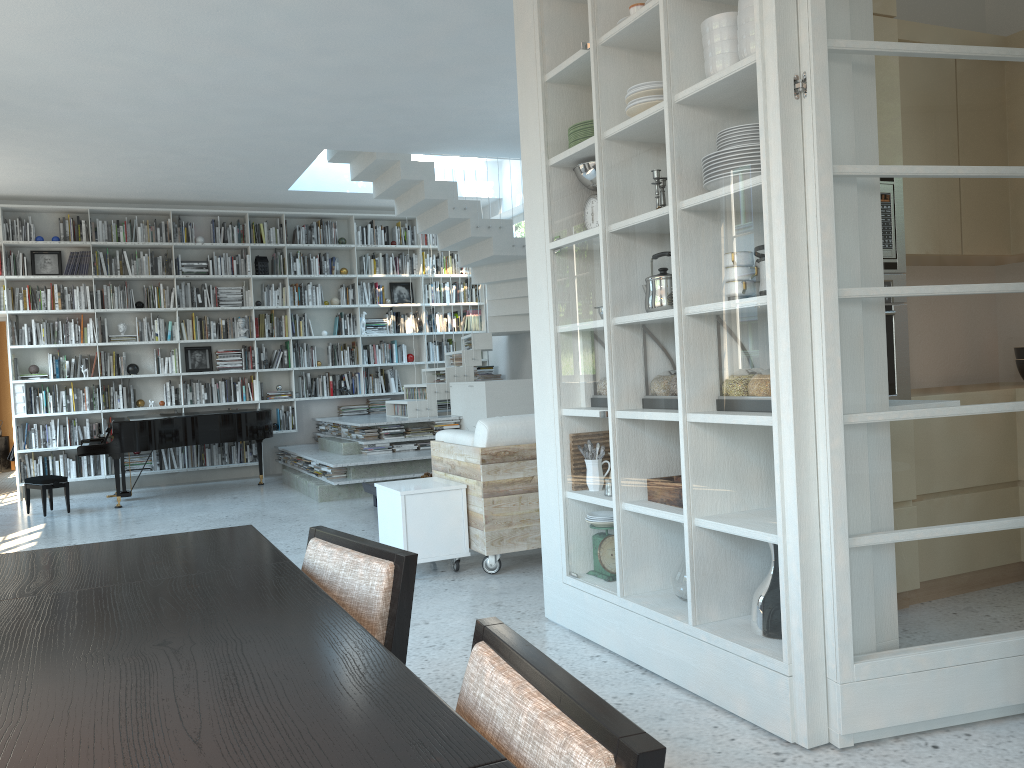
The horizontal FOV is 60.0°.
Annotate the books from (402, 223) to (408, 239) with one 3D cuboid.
[{"bbox_3d":[-1.366,-1.892,11.345,0.020,0.299,0.131,-4,2,-25],"label":"books"}]

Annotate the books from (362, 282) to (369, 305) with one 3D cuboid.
[{"bbox_3d":[-1.850,-1.123,11.124,0.065,0.289,0.146,-4,2,-25],"label":"books"}]

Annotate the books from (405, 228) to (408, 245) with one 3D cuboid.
[{"bbox_3d":[-1.373,-1.859,11.321,0.018,0.235,0.186,-4,1,-25],"label":"books"}]

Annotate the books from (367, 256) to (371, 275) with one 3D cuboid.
[{"bbox_3d":[-1.807,-1.474,11.149,0.026,0.251,0.130,-4,2,-25],"label":"books"}]

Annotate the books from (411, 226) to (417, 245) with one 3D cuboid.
[{"bbox_3d":[-1.262,-1.880,11.379,0.026,0.263,0.163,-4,2,-25],"label":"books"}]

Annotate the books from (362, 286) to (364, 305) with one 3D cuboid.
[{"bbox_3d":[-1.881,-1.101,11.104,0.011,0.248,0.155,-4,2,-25],"label":"books"}]

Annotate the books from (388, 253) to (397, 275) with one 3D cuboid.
[{"bbox_3d":[-1.519,-1.507,11.276,0.048,0.283,0.162,-4,2,-25],"label":"books"}]

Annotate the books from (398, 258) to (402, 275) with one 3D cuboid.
[{"bbox_3d":[-1.449,-1.478,11.289,0.031,0.217,0.165,-4,1,-25],"label":"books"}]

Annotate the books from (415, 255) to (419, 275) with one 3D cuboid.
[{"bbox_3d":[-1.247,-1.514,11.390,0.031,0.265,0.169,-4,2,-25],"label":"books"}]

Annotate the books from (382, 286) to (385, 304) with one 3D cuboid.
[{"bbox_3d":[-1.644,-1.112,11.201,0.026,0.244,0.178,-4,1,-25],"label":"books"}]

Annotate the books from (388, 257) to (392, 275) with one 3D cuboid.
[{"bbox_3d":[-1.556,-1.478,11.229,0.030,0.230,0.187,-4,1,-25],"label":"books"}]

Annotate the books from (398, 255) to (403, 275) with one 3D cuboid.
[{"bbox_3d":[-1.430,-1.503,11.307,0.023,0.264,0.156,-4,2,-25],"label":"books"}]

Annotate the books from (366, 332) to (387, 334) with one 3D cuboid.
[{"bbox_3d":[-1.734,-0.634,11.175,0.285,0.012,0.159,-3,1,-21],"label":"books"}]

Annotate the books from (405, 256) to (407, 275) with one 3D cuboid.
[{"bbox_3d":[-1.380,-1.498,11.327,0.011,0.249,0.152,-4,2,-25],"label":"books"}]

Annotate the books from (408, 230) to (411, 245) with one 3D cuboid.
[{"bbox_3d":[-1.336,-1.849,11.344,0.029,0.210,0.169,-4,1,-25],"label":"books"}]

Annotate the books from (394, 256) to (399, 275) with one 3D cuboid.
[{"bbox_3d":[-1.479,-1.488,11.267,0.014,0.240,0.189,-4,1,-25],"label":"books"}]

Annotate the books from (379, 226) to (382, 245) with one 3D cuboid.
[{"bbox_3d":[-1.680,-1.851,11.195,0.021,0.254,0.151,-4,2,-25],"label":"books"}]

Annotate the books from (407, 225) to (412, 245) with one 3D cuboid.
[{"bbox_3d":[-1.321,-1.885,11.370,0.025,0.279,0.136,-4,2,-25],"label":"books"}]

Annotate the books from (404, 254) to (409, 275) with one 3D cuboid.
[{"bbox_3d":[-1.356,-1.511,11.328,0.036,0.272,0.177,-4,2,-25],"label":"books"}]

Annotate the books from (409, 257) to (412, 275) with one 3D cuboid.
[{"bbox_3d":[-1.328,-1.497,11.349,0.030,0.241,0.162,-4,2,-25],"label":"books"}]

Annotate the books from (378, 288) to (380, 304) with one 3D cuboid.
[{"bbox_3d":[-1.694,-1.094,11.190,0.033,0.213,0.152,-4,1,-25],"label":"books"}]

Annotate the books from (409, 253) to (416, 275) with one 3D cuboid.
[{"bbox_3d":[-1.274,-1.522,11.380,0.026,0.284,0.147,-4,2,-25],"label":"books"}]

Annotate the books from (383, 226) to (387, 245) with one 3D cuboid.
[{"bbox_3d":[-1.620,-1.855,11.233,0.012,0.254,0.161,-4,2,-25],"label":"books"}]

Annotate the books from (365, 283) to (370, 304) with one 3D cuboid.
[{"bbox_3d":[-1.814,-1.123,11.148,0.012,0.285,0.159,-4,2,-25],"label":"books"}]

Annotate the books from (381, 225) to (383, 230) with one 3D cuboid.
[{"bbox_3d":[-1.650,-1.865,11.223,0.012,0.279,0.153,-4,2,-25],"label":"books"}]

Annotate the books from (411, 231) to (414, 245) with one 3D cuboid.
[{"bbox_3d":[-1.296,-1.853,11.388,0.031,0.211,0.131,-4,2,-25],"label":"books"}]

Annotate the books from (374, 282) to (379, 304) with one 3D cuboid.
[{"bbox_3d":[-1.716,-1.129,11.175,0.014,0.285,0.175,-4,2,-25],"label":"books"}]

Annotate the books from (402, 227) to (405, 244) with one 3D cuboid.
[{"bbox_3d":[-1.398,-1.869,11.333,0.017,0.257,0.146,-4,2,-25],"label":"books"}]

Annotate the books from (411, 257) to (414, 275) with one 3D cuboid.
[{"bbox_3d":[-1.296,-1.496,11.374,0.022,0.234,0.158,-4,2,-25],"label":"books"}]

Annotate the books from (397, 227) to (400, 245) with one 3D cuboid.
[{"bbox_3d":[-1.462,-1.863,11.288,0.016,0.252,0.189,-4,1,-25],"label":"books"}]

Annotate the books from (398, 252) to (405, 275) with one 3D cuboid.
[{"bbox_3d":[-1.405,-1.519,11.304,0.022,0.294,0.180,-4,2,-25],"label":"books"}]

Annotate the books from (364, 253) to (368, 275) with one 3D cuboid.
[{"bbox_3d":[-1.839,-1.488,11.124,0.051,0.282,0.166,-4,2,-25],"label":"books"}]

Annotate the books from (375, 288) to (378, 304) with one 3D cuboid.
[{"bbox_3d":[-1.722,-1.089,11.161,0.013,0.207,0.189,-4,1,-25],"label":"books"}]

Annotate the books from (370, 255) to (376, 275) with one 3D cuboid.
[{"bbox_3d":[-1.753,-1.482,11.153,0.026,0.261,0.167,-4,2,-25],"label":"books"}]

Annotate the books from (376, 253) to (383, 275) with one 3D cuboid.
[{"bbox_3d":[-1.672,-1.500,11.192,0.026,0.288,0.156,-4,2,-25],"label":"books"}]

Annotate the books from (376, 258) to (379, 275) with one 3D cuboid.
[{"bbox_3d":[-1.720,-1.466,11.177,0.030,0.224,0.158,-4,2,-25],"label":"books"}]

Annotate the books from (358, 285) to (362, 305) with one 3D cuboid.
[{"bbox_3d":[-1.923,-1.101,11.110,0.030,0.253,0.128,-4,2,-25],"label":"books"}]

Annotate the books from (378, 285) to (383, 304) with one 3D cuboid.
[{"bbox_3d":[-1.671,-1.116,11.200,0.021,0.253,0.167,-4,2,-25],"label":"books"}]

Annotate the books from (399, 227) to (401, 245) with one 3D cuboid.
[{"bbox_3d":[-1.453,-1.867,11.307,0.017,0.259,0.136,-4,2,-25],"label":"books"}]

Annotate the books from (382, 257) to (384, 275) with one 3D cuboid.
[{"bbox_3d":[-1.652,-1.477,11.211,0.025,0.238,0.142,-4,2,-25],"label":"books"}]

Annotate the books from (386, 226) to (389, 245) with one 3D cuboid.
[{"bbox_3d":[-1.596,-1.858,11.230,0.030,0.257,0.165,-4,2,-25],"label":"books"}]

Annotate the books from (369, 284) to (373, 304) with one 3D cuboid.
[{"bbox_3d":[-1.793,-1.117,11.168,0.043,0.269,0.131,-4,2,-25],"label":"books"}]

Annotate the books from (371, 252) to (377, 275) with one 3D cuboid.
[{"bbox_3d":[-1.740,-1.501,11.168,0.011,0.296,0.162,-4,2,-25],"label":"books"}]

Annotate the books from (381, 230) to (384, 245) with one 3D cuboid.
[{"bbox_3d":[-1.653,-1.826,11.193,0.023,0.202,0.190,-4,1,-25],"label":"books"}]

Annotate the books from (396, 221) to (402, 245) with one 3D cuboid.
[{"bbox_3d":[-1.438,-1.899,11.299,0.007,0.321,0.165,-4,2,-25],"label":"books"}]

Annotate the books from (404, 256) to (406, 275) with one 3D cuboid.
[{"bbox_3d":[-1.398,-1.498,11.334,0.014,0.249,0.162,-4,2,-25],"label":"books"}]

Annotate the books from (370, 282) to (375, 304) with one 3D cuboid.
[{"bbox_3d":[-1.758,-1.128,11.158,0.012,0.287,0.176,-4,2,-25],"label":"books"}]

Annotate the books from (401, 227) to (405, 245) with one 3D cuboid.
[{"bbox_3d":[-1.414,-1.864,11.309,0.031,0.249,0.164,-4,2,-25],"label":"books"}]

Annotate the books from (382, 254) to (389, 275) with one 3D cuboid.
[{"bbox_3d":[-1.605,-1.492,11.176,0.032,0.265,0.245,-4,1,-25],"label":"books"}]

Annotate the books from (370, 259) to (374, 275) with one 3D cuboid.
[{"bbox_3d":[-1.773,-1.454,11.139,0.025,0.207,0.175,-4,1,-25],"label":"books"}]

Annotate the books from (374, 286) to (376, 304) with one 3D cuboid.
[{"bbox_3d":[-1.749,-1.118,11.177,0.020,0.267,0.152,-4,2,-25],"label":"books"}]

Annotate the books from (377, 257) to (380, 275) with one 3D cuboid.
[{"bbox_3d":[-1.702,-1.473,11.201,0.024,0.236,0.146,-4,2,-25],"label":"books"}]

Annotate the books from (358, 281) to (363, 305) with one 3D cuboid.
[{"bbox_3d":[-1.898,-1.126,11.106,0.015,0.301,0.140,-4,2,-25],"label":"books"}]

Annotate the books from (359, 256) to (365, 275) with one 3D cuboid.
[{"bbox_3d":[-1.880,-1.471,11.108,0.012,0.254,0.161,-4,2,-25],"label":"books"}]

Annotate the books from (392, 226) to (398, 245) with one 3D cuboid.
[{"bbox_3d":[-1.489,-1.863,11.267,0.019,0.256,0.169,-4,2,-25],"label":"books"}]

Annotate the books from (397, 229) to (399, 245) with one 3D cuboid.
[{"bbox_3d":[-1.477,-1.846,11.275,0.008,0.220,0.182,-4,1,-24],"label":"books"}]

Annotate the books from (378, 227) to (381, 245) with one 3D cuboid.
[{"bbox_3d":[-1.696,-1.841,11.179,0.022,0.236,0.172,-4,1,-25],"label":"books"}]

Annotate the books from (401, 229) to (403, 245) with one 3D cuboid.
[{"bbox_3d":[-1.426,-1.852,11.295,0.007,0.226,0.170,-4,1,-24],"label":"books"}]
